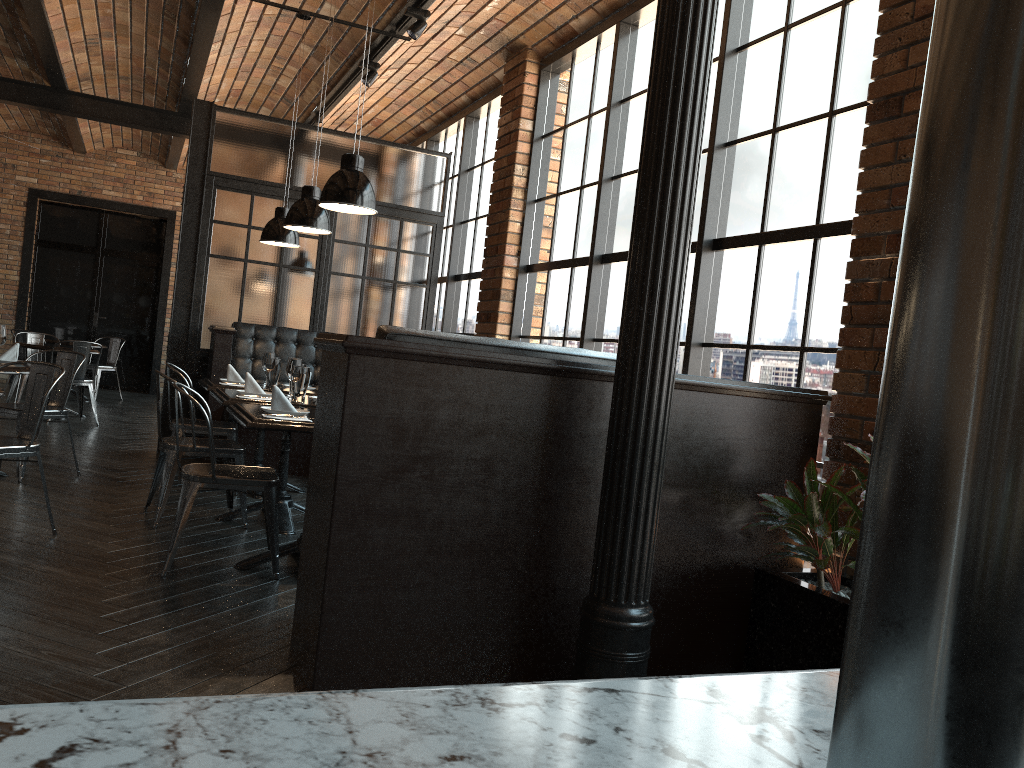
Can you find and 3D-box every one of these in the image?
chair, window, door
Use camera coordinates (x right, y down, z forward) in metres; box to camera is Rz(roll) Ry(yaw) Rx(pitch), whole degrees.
[{"bbox_3d":[-5.296,-0.137,9.886,0.504,0.857,0.558,5,2,-38],"label":"chair"},{"bbox_3d":[-2.566,0.306,4.347,0.504,0.857,0.558,7,1,22],"label":"chair"},{"bbox_3d":[0.027,-0.927,7.250,0.168,3.253,16.179,6,2,-23],"label":"window"},{"bbox_3d":[-6.414,-1.314,13.667,1.826,2.761,0.108,6,2,-23],"label":"door"},{"bbox_3d":[-5.614,-0.226,12.046,0.504,0.857,0.558,7,1,17],"label":"chair"},{"bbox_3d":[-1.829,0.369,5.178,0.558,0.857,0.504,6,2,-28],"label":"chair"},{"bbox_3d":[-2.181,0.303,6.242,0.558,0.857,0.504,6,1,-18],"label":"chair"},{"bbox_3d":[-5.930,-0.237,11.027,0.504,0.857,0.558,7,1,17],"label":"chair"},{"bbox_3d":[-3.271,0.185,6.037,0.504,0.857,0.558,7,1,17],"label":"chair"},{"bbox_3d":[-4.540,-0.033,9.111,0.504,0.857,0.558,5,2,-43],"label":"chair"},{"bbox_3d":[-1.368,0.444,4.243,0.558,0.857,0.504,6,1,-18],"label":"chair"}]

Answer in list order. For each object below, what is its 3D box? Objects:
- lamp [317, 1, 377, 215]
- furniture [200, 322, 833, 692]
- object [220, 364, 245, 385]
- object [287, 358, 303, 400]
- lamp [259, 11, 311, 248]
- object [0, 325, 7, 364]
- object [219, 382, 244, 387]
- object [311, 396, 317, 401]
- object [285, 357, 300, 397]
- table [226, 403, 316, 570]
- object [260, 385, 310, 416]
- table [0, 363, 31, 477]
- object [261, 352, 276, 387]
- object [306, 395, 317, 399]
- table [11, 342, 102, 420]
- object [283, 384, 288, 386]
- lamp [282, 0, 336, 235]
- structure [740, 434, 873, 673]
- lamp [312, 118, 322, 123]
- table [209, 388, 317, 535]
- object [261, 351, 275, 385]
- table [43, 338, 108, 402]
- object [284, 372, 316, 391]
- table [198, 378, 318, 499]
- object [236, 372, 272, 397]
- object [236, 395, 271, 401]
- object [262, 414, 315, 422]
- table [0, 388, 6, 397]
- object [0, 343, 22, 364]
[{"bbox_3d":[-0.713,-1.676,4.324,0.291,1.653,0.291,7,1,22],"label":"lamp"},{"bbox_3d":[-0.748,0.302,5.663,1.979,1.212,5.451,6,2,-23],"label":"furniture"},{"bbox_3d":[-1.951,-0.067,6.300,0.232,0.139,0.232,6,2,-26],"label":"object"},{"bbox_3d":[-1.299,-0.027,5.281,0.092,0.244,0.092,7,2,27],"label":"object"},{"bbox_3d":[-1.576,-1.822,6.348,0.291,1.653,0.291,8,2,42],"label":"lamp"},{"bbox_3d":[-3.199,-0.248,5.514,0.092,0.244,0.092,7,2,30],"label":"object"},{"bbox_3d":[-1.867,0.004,6.061,0.255,0.019,0.157,6,2,-23],"label":"object"},{"bbox_3d":[-1.116,0.048,5.469,0.232,0.139,0.232,6,2,-29],"label":"object"},{"bbox_3d":[-1.371,-0.042,5.534,0.092,0.244,0.092,7,1,16],"label":"object"},{"bbox_3d":[-0.957,0.537,4.391,0.872,0.758,0.872,6,2,-23],"label":"table"},{"bbox_3d":[-1.089,0.080,4.277,0.232,0.139,0.232,6,2,-26],"label":"object"},{"bbox_3d":[-3.465,0.225,5.566,0.866,0.758,0.866,7,2,30],"label":"table"},{"bbox_3d":[-1.726,-0.100,6.283,0.092,0.244,0.092,7,1,16],"label":"object"},{"bbox_3d":[-1.210,0.087,5.675,0.255,0.019,0.157,6,2,-23],"label":"object"},{"bbox_3d":[-4.901,-0.033,9.495,0.866,0.758,0.866,5,2,-35],"label":"table"},{"bbox_3d":[-1.637,0.014,6.676,0.255,0.019,0.157,6,2,-23],"label":"object"},{"bbox_3d":[-1.145,-1.749,5.336,0.291,1.653,0.291,6,1,2],"label":"lamp"},{"bbox_3d":[1.888,0.770,1.568,0.757,1.072,4.107,6,2,-24],"label":"structure"},{"bbox_3d":[-2.150,-1.981,9.401,0.291,1.653,0.291,8,2,42],"label":"lamp"},{"bbox_3d":[-1.389,0.464,5.403,0.872,0.758,0.872,6,2,-23],"label":"table"},{"bbox_3d":[-1.798,-0.114,6.536,0.092,0.244,0.092,7,1,16],"label":"object"},{"bbox_3d":[-5.775,-0.182,11.548,0.866,0.758,0.866,7,2,25],"label":"table"},{"bbox_3d":[-1.543,-0.025,6.471,0.232,0.139,0.232,6,2,-29],"label":"object"},{"bbox_3d":[-1.815,0.391,6.404,0.872,0.758,0.872,6,2,-23],"label":"table"},{"bbox_3d":[-1.524,0.006,5.298,0.232,0.139,0.232,6,2,-26],"label":"object"},{"bbox_3d":[-1.440,0.076,5.059,0.255,0.019,0.157,6,2,-23],"label":"object"},{"bbox_3d":[-1.005,0.150,4.038,0.255,0.019,0.157,6,2,-23],"label":"object"},{"bbox_3d":[-2.747,0.348,3.881,0.866,0.758,0.866,7,2,30],"label":"table"},{"bbox_3d":[-3.253,-0.200,5.704,0.232,0.139,0.232,6,2,-27],"label":"object"}]
